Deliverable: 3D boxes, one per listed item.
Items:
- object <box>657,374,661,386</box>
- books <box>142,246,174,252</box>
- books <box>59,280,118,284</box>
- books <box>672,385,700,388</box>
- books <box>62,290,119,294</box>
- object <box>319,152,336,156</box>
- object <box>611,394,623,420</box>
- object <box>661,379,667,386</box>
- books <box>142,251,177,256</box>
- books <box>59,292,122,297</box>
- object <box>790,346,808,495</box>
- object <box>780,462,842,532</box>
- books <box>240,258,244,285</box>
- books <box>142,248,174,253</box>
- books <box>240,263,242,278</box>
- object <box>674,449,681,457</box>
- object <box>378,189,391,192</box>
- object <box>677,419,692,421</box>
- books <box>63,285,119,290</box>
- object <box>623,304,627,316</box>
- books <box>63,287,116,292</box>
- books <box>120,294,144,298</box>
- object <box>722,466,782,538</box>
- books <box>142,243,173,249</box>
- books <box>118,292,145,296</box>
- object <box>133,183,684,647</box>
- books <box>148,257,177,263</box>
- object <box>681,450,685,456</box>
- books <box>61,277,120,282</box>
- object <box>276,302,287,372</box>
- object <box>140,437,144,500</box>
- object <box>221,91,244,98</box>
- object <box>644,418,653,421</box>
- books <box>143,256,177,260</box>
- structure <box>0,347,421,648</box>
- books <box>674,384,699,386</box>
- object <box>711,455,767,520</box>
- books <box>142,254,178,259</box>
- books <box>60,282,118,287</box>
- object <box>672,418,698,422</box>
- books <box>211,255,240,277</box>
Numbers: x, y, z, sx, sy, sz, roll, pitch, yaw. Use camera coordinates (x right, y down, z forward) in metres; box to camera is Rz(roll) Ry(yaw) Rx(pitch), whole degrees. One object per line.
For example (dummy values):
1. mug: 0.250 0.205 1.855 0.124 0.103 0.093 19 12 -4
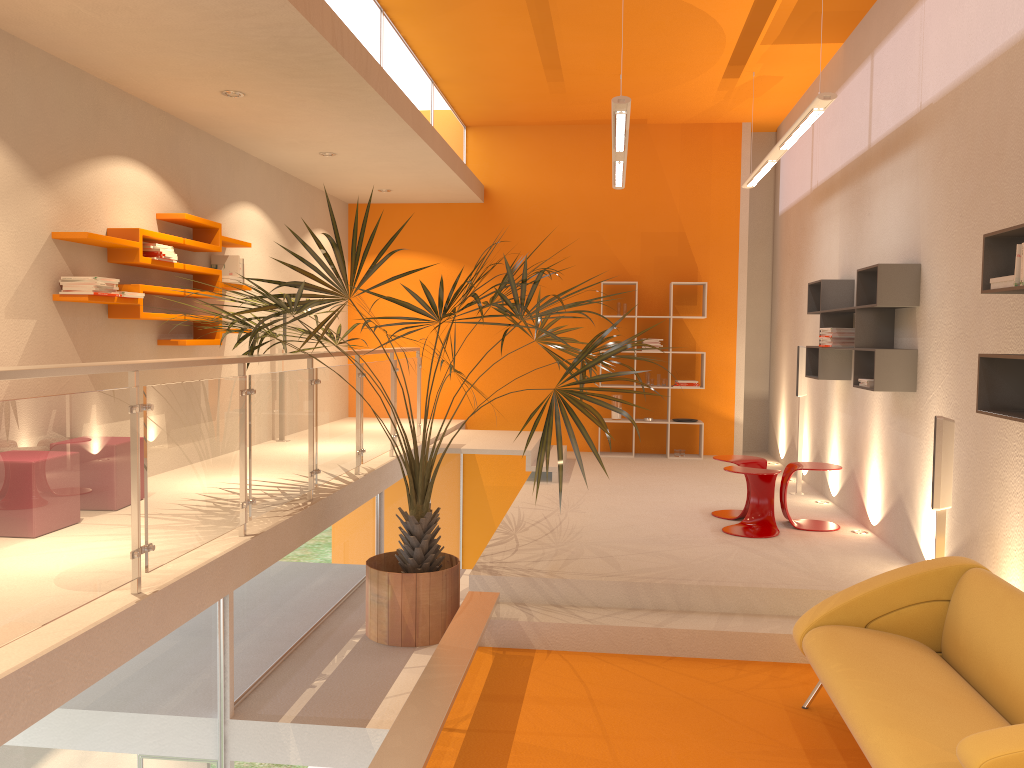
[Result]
1. object: -0.230 2.337 7.088 0.870 4.604 7.392 3 4 37
2. books: -2.420 -0.903 5.929 0.190 0.015 0.254 1 3 13
3. books: -2.501 -0.603 5.242 0.254 0.015 0.190 1 3 13
4. books: 1.984 0.027 10.120 0.296 0.013 0.210 1 3 6
5. books: -2.489 -0.542 5.241 0.190 0.011 0.268 1 3 8
6. object: -1.624 -2.040 7.799 0.143 0.059 0.143 -1 3 -22
7. object: 1.213 0.270 10.277 0.129 0.291 0.129 3 4 34
8. object: 2.095 1.900 6.475 0.190 3.502 7.694 0 3 -5
9. books: -2.414 -0.872 5.948 0.254 0.015 0.190 1 3 8
10. books: -2.488 -0.530 5.245 0.210 0.013 0.297 1 3 6
11. object: 2.542 0.320 7.853 0.116 1.317 0.111 1 3 3
12. object: 2.201 0.822 6.531 0.420 0.450 0.391 1 3 6
13. books: -2.278 -0.912 7.193 0.207 0.210 0.021 1 3 6
14. books: -2.419 -0.888 5.934 0.227 0.017 0.230 1 3 2
15. books: -2.288 -0.890 7.143 0.230 0.169 0.027 1 3 6
16. object: 1.975 2.382 5.039 0.129 2.692 10.507 1 3 -1
17. object: -1.401 -2.142 9.733 0.143 0.059 0.143 -1 3 -22
18. object: 1.985 0.417 10.188 0.178 0.020 0.178 2 3 23
19. books: -2.484 -0.570 5.236 0.190 0.015 0.254 1 3 8
20. object: -0.106 1.921 7.213 0.351 5.384 6.779 2 3 26
21. books: -2.488 -0.555 5.230 0.190 0.015 0.254 1 3 3
22. books: -2.469 -0.547 5.531 0.254 0.015 0.190 1 3 13
23. object: 1.708 0.828 6.310 0.391 0.450 0.420 3 4 36
24. books: -2.432 -0.920 5.934 0.230 0.017 0.226 1 3 6
25. books: -2.463 -0.563 5.542 0.226 0.017 0.230 1 3 6
26. object: -0.477 0.213 5.612 3.098 2.600 3.241 2 3 15
27. books: -2.422 -0.832 5.953 0.210 0.013 0.297 1 3 6
28. object: 1.845 2.455 3.734 0.102 2.685 13.193 1 3 1
29. books: -2.495 -0.619 5.253 0.226 0.017 0.230 1 3 6
30. object: -2.166 -0.117 8.369 0.116 1.317 0.111 1 3 13
31. object: -2.433 0.517 5.217 0.390 0.377 0.390 1 3 2
32. object: -1.846 -1.937 5.865 0.143 0.059 0.143 0 3 -10
33. object: 1.566 0.408 10.176 0.106 0.035 0.105 -2 4 -40
34. books: -2.417 -0.844 5.945 0.268 0.011 0.190 1 3 8
35. structure: -1.582 0.394 2.958 0.195 0.900 11.050 1 3 6
36. books: 1.988 0.015 10.118 0.268 0.011 0.190 1 3 8
37. object: 1.760 0.799 6.857 0.391 0.450 0.420 -1 3 -23
38. books: -2.407 -0.857 5.945 0.254 0.015 0.190 1 3 3
39. books: -2.496 -0.586 5.240 0.230 0.017 0.227 1 3 2
40. object: 1.988 0.420 10.185 0.294 0.020 0.294 -2 4 -44
41. books: -2.294 -0.916 7.101 0.230 0.227 0.017 1 3 6
